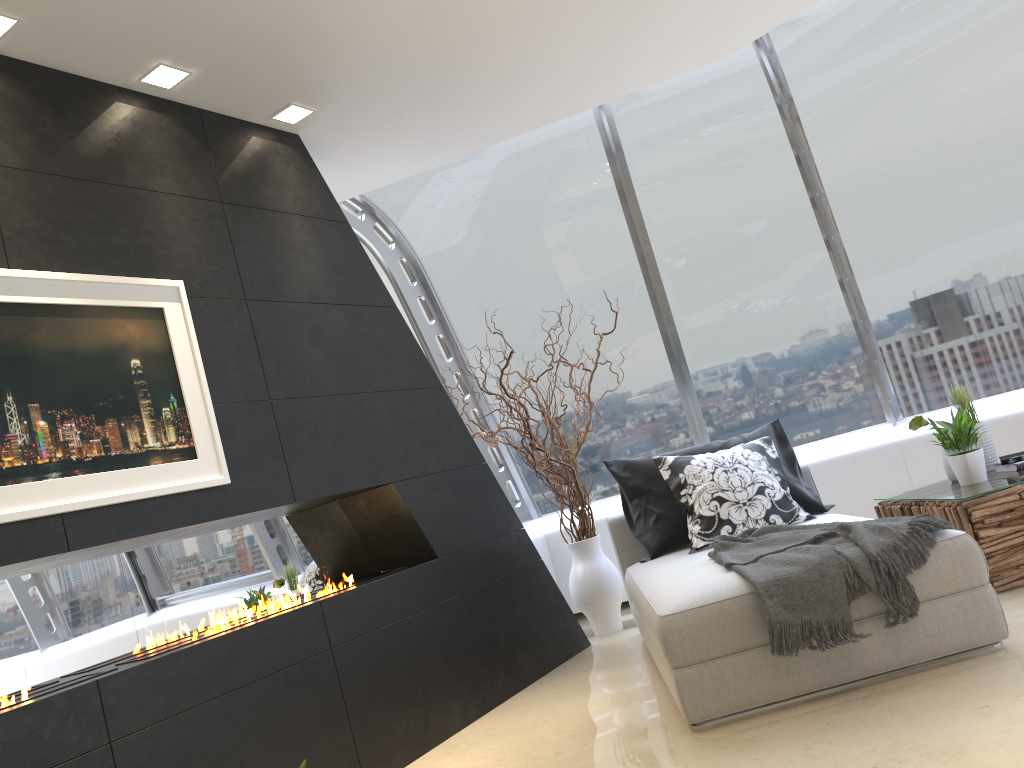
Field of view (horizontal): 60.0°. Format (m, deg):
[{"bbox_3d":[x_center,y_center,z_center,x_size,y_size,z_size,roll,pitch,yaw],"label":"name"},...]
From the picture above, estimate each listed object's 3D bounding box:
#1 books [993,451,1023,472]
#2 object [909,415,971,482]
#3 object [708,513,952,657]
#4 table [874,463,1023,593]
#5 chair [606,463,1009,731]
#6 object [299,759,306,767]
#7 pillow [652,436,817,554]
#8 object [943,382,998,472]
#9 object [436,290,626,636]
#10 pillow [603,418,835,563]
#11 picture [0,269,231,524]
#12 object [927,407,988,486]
[{"bbox_3d":[2.490,0.369,4.308,0.265,0.063,0.246,-18,-7,18],"label":"books"},{"bbox_3d":[2.169,0.320,4.478,0.297,0.370,0.152,-14,-7,-14],"label":"object"},{"bbox_3d":[1.248,0.699,3.460,0.825,0.359,1.024,-16,-7,0],"label":"object"},{"bbox_3d":[2.444,0.635,4.256,1.007,0.436,0.923,-15,-7,-4],"label":"table"},{"bbox_3d":[1.135,0.838,4.095,1.176,0.690,2.068,-16,-7,2],"label":"chair"},{"bbox_3d":[-0.489,0.982,1.833,0.284,0.369,0.215,-17,-7,9],"label":"object"},{"bbox_3d":[1.109,0.530,4.463,0.683,0.528,0.431,-15,-7,-4],"label":"pillow"},{"bbox_3d":[2.364,0.204,4.579,0.153,0.511,0.150,-16,-7,0],"label":"object"},{"bbox_3d":[0.094,0.588,5.559,1.370,2.059,1.508,-20,-8,32],"label":"object"},{"bbox_3d":[1.092,0.553,4.765,1.070,0.597,0.510,-16,-7,1],"label":"pillow"},{"bbox_3d":[-1.711,0.034,2.497,0.025,0.804,2.068,-20,-8,31],"label":"picture"},{"bbox_3d":[2.156,0.300,4.262,0.215,0.369,0.284,-12,-7,-25],"label":"object"}]
